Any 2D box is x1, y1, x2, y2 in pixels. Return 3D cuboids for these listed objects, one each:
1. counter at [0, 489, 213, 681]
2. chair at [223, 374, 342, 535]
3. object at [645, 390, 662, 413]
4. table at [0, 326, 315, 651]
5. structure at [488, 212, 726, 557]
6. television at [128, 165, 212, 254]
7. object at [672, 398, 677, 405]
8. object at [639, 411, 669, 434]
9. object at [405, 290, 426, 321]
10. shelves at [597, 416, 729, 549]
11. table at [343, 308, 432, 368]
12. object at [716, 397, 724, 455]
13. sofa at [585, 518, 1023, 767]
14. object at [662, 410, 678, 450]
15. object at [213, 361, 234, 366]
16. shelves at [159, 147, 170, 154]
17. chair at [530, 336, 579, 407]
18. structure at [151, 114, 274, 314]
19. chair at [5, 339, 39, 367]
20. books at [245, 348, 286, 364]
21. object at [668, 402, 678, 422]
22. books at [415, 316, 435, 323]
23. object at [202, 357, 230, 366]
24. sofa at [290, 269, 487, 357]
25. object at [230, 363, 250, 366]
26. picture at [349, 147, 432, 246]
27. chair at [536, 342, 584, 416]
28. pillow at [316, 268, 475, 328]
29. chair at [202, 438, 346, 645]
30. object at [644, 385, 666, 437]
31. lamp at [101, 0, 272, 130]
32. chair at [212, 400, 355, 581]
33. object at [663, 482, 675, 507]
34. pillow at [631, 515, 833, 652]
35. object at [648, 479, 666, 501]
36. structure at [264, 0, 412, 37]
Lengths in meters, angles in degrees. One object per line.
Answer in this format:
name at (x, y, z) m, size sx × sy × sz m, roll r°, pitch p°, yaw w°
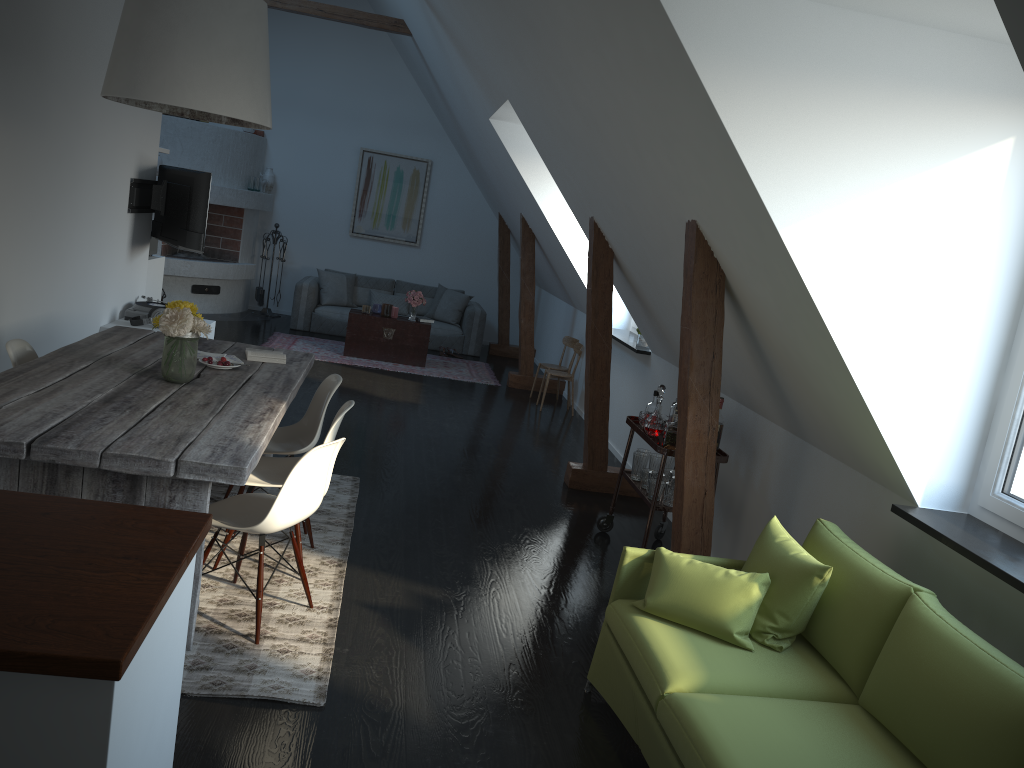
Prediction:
counter at (-0.537, 0.630, 0.647) m, size 3.365 × 0.038 × 3.085 m, roll 8°, pitch 10°, yaw -9°
chair at (-1.207, 0.325, 4.596) m, size 0.542 × 0.801 × 0.465 m, roll 6°, pitch 11°, yaw -22°
object at (0.836, 0.140, 5.215) m, size 0.087 × 0.206 × 0.087 m, roll 13°, pitch 10°, yaw 16°
table at (-1.646, 0.347, 4.089) m, size 1.141 × 0.788 × 2.421 m, roll 8°, pitch 10°, yaw -9°
structure at (0.899, -0.128, 5.890) m, size 1.023 × 1.963 × 12.350 m, roll 8°, pitch 10°, yaw -9°
television at (-2.892, -1.434, 7.078) m, size 0.537 × 0.652 × 1.005 m, roll 0°, pitch 14°, yaw -43°
object at (0.966, 0.176, 5.226) m, size 0.052 × 0.182 × 0.135 m, roll 15°, pitch 11°, yaw 28°
object at (0.839, 0.225, 5.071) m, size 0.245 × 0.092 × 0.151 m, roll 13°, pitch 11°, yaw 20°
object at (-1.110, -0.898, 10.059) m, size 0.235 × 0.351 × 0.234 m, roll 18°, pitch 13°, yaw 40°
shelves at (0.851, 0.642, 4.998) m, size 0.438 × 0.732 × 0.803 m, roll 7°, pitch 10°, yaw -12°
table at (-1.413, -0.526, 10.090) m, size 0.962 × 0.492 × 0.471 m, roll 8°, pitch 10°, yaw -9°
object at (1.085, 0.220, 4.722) m, size 0.081 × 0.308 × 0.081 m, roll 7°, pitch 10°, yaw -17°
sofa at (0.933, 1.058, 2.464) m, size 0.898 × 0.825 × 2.093 m, roll 8°, pitch 10°, yaw -10°
object at (0.852, 0.243, 4.634) m, size 0.101 × 0.211 × 0.101 m, roll 11°, pitch 10°, yaw 6°
object at (-1.449, -0.102, 4.452) m, size 0.110 × 0.011 × 0.058 m, roll 9°, pitch 10°, yaw -5°
shelves at (-3.745, -2.092, 7.390) m, size 1.604 × 0.038 × 0.478 m, roll 8°, pitch 10°, yaw -9°
chair at (0.452, -0.150, 9.176) m, size 0.342 × 0.696 × 0.329 m, roll 5°, pitch 11°, yaw -25°
structure at (-4.593, -3.479, 11.531) m, size 3.058 × 4.752 × 3.049 m, roll 10°, pitch 10°, yaw 0°
chair at (-2.160, 0.217, 4.286) m, size 0.542 × 0.801 × 0.465 m, roll 7°, pitch 10°, yaw -13°
books at (-1.352, -0.163, 4.867) m, size 0.202 × 0.042 × 0.251 m, roll 6°, pitch 11°, yaw -20°
object at (0.901, 0.168, 4.845) m, size 0.081 × 0.307 × 0.081 m, roll 9°, pitch 10°, yaw -3°
books at (-1.021, -0.743, 10.188) m, size 0.179 × 0.034 × 0.243 m, roll 4°, pitch 11°, yaw -30°
object at (-1.475, -0.111, 4.435) m, size 0.132 × 0.034 × 0.144 m, roll 2°, pitch 12°, yaw -36°
sofa at (-1.600, -0.989, 11.738) m, size 2.458 × 0.770 × 1.107 m, roll 8°, pitch 10°, yaw -9°
object at (-1.411, -0.104, 4.462) m, size 0.194 × 0.022 × 0.019 m, roll 11°, pitch 10°, yaw 7°
picture at (-1.670, -2.557, 12.156) m, size 0.965 × 1.185 × 0.025 m, roll 8°, pitch 10°, yaw -9°
chair at (0.481, -0.074, 8.780) m, size 0.342 × 0.696 × 0.329 m, roll 8°, pitch 10°, yaw -7°
pillow at (-1.540, -1.139, 11.616) m, size 2.075 × 0.515 × 0.444 m, roll 8°, pitch 10°, yaw -9°
chair at (-0.989, 0.550, 3.541) m, size 0.542 × 0.801 × 0.465 m, roll 13°, pitch 10°, yaw 17°
object at (0.806, 0.145, 4.916) m, size 0.114 × 0.292 × 0.114 m, roll 2°, pitch 12°, yaw -36°
lamp at (-1.178, -2.529, 3.556) m, size 0.697 × 2.813 × 0.757 m, roll 18°, pitch 13°, yaw 40°
chair at (-1.056, 0.438, 4.104) m, size 0.542 × 0.801 × 0.465 m, roll 8°, pitch 10°, yaw -8°
object at (0.855, 0.591, 4.730) m, size 0.095 × 0.119 × 0.095 m, roll 19°, pitch 13°, yaw 42°
pillow at (0.774, 0.706, 3.163) m, size 0.600 × 0.387 × 0.475 m, roll 8°, pitch 10°, yaw -11°
object at (0.778, 0.575, 4.808) m, size 0.092 × 0.099 × 0.092 m, roll 4°, pitch 12°, yaw -31°
structure at (-3.805, -3.878, 6.281) m, size 10.230 × 3.562 × 15.910 m, roll 9°, pitch 10°, yaw -3°
